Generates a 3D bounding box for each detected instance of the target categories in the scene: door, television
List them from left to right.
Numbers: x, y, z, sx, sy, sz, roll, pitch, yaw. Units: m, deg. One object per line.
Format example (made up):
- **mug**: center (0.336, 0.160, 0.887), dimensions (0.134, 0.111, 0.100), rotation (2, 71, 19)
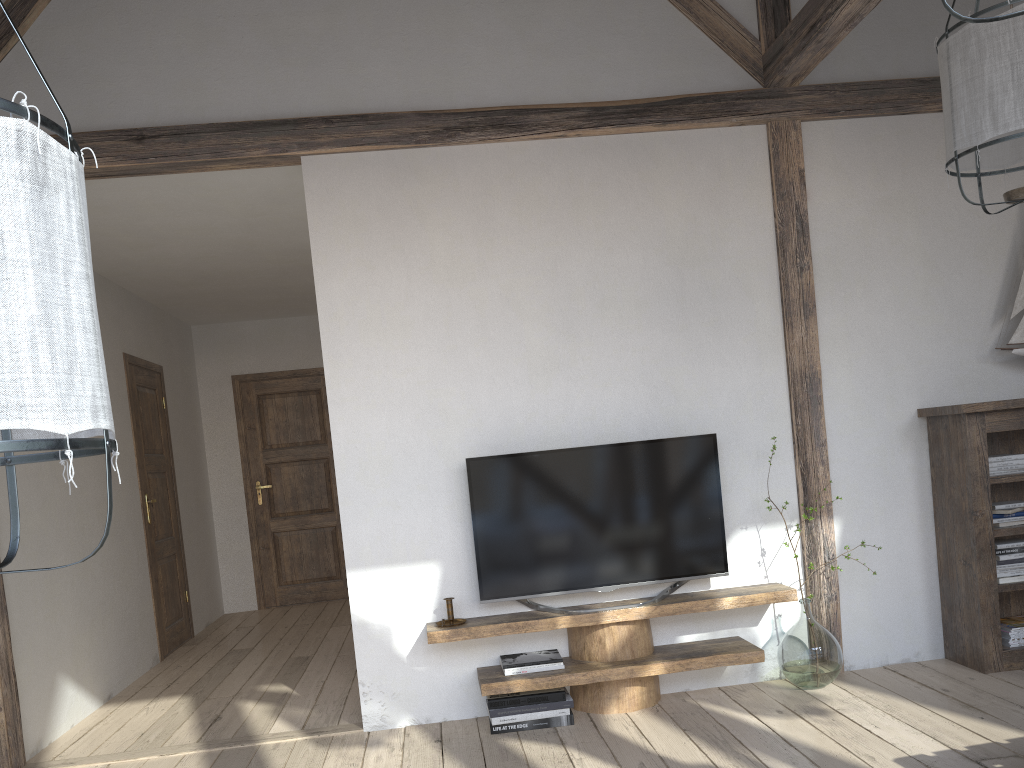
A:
- **door**: center (-2.487, 0.860, 6.233), dimensions (0.082, 2.076, 0.839), rotation (-6, 2, -6)
- **door**: center (-1.870, 0.915, 7.732), dimensions (0.940, 2.077, 0.081), rotation (-6, 3, -5)
- **television**: center (0.381, 0.619, 3.831), dimensions (1.101, 0.708, 0.206), rotation (-5, 2, -5)

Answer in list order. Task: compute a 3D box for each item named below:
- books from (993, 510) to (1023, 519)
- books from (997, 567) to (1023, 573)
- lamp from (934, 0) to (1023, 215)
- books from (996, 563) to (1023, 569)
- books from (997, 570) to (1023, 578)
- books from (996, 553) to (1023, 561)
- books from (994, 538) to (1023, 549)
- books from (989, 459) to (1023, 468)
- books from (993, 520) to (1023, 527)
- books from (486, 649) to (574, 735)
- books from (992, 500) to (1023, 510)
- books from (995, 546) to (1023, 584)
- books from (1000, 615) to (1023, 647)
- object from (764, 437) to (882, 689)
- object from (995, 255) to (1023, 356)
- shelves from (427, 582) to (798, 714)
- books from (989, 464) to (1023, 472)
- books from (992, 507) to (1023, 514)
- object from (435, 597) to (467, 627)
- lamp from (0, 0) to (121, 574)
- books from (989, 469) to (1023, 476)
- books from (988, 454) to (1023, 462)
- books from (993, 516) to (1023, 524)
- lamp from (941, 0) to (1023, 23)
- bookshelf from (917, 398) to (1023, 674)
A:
- **books**: center (2.211, 0.585, 3.962), dimensions (0.209, 0.020, 0.146), rotation (-6, -4, 10)
- **books**: center (2.230, 0.820, 3.955), dimensions (0.219, 0.017, 0.157), rotation (-5, -4, -5)
- **lamp**: center (1.443, -1.069, 2.540), dimensions (0.402, 1.087, 0.404), rotation (-4, 2, 36)
- **books**: center (2.220, 0.802, 3.938), dimensions (0.219, 0.017, 0.157), rotation (-6, -4, 0)
- **books**: center (2.227, 0.841, 3.960), dimensions (0.218, 0.021, 0.158), rotation (-5, -4, -5)
- **books**: center (2.225, 0.761, 3.943), dimensions (0.218, 0.021, 0.158), rotation (-5, -4, -10)
- **books**: center (2.213, 0.714, 3.935), dimensions (0.184, 0.018, 0.140), rotation (-5, -4, -5)
- **books**: center (2.164, 0.358, 3.953), dimensions (0.218, 0.021, 0.158), rotation (-5, -4, -5)
- **books**: center (2.227, 0.621, 3.965), dimensions (0.184, 0.020, 0.140), rotation (-5, -4, -10)
- **books**: center (0.066, 1.318, 3.785), dimensions (0.359, 0.265, 0.291), rotation (-6, -1, -5)
- **books**: center (2.220, 0.545, 3.962), dimensions (0.184, 0.018, 0.140), rotation (-5, -4, -5)
- **books**: center (2.386, 0.786, 3.978), dimensions (0.548, 0.152, 0.206), rotation (-5, -2, -5)
- **books**: center (2.323, 1.106, 3.971), dimensions (0.316, 0.088, 0.238), rotation (-5, -4, -6)
- **object**: center (1.384, 0.768, 3.899), dimensions (0.513, 1.123, 0.275), rotation (-6, 2, -19)
- **object**: center (2.538, -0.458, 3.942), dimensions (0.789, 0.995, 0.140), rotation (-6, 3, 0)
- **shelves**: center (0.453, 1.192, 3.815), dimensions (1.600, 0.452, 0.331), rotation (-5, 0, -5)
- **books**: center (2.170, 0.377, 3.936), dimensions (0.184, 0.018, 0.140), rotation (-5, -4, -5)
- **books**: center (2.216, 0.564, 3.960), dimensions (0.198, 0.021, 0.133), rotation (-2, -6, -39)
- **object**: center (-0.266, 0.978, 3.785), dimensions (0.139, 0.113, 0.140), rotation (-5, -2, -23)
- **lamp**: center (-0.755, -0.713, 0.975), dimensions (0.409, 1.901, 0.396), rotation (-4, 3, 36)
- **books**: center (2.170, 0.396, 3.956), dimensions (0.219, 0.017, 0.158), rotation (-5, -4, -10)
- **books**: center (2.161, 0.336, 3.959), dimensions (0.218, 0.021, 0.158), rotation (-5, -4, -5)
- **books**: center (2.221, 0.603, 3.964), dimensions (0.219, 0.017, 0.157), rotation (-5, -4, -5)
- **lamp**: center (0.697, -1.144, 1.093), dimensions (0.397, 1.308, 0.408), rotation (-7, 2, -29)
- **bookshelf**: center (2.743, 0.611, 3.977), dimensions (1.622, 1.179, 0.347), rotation (-6, 2, -5)
